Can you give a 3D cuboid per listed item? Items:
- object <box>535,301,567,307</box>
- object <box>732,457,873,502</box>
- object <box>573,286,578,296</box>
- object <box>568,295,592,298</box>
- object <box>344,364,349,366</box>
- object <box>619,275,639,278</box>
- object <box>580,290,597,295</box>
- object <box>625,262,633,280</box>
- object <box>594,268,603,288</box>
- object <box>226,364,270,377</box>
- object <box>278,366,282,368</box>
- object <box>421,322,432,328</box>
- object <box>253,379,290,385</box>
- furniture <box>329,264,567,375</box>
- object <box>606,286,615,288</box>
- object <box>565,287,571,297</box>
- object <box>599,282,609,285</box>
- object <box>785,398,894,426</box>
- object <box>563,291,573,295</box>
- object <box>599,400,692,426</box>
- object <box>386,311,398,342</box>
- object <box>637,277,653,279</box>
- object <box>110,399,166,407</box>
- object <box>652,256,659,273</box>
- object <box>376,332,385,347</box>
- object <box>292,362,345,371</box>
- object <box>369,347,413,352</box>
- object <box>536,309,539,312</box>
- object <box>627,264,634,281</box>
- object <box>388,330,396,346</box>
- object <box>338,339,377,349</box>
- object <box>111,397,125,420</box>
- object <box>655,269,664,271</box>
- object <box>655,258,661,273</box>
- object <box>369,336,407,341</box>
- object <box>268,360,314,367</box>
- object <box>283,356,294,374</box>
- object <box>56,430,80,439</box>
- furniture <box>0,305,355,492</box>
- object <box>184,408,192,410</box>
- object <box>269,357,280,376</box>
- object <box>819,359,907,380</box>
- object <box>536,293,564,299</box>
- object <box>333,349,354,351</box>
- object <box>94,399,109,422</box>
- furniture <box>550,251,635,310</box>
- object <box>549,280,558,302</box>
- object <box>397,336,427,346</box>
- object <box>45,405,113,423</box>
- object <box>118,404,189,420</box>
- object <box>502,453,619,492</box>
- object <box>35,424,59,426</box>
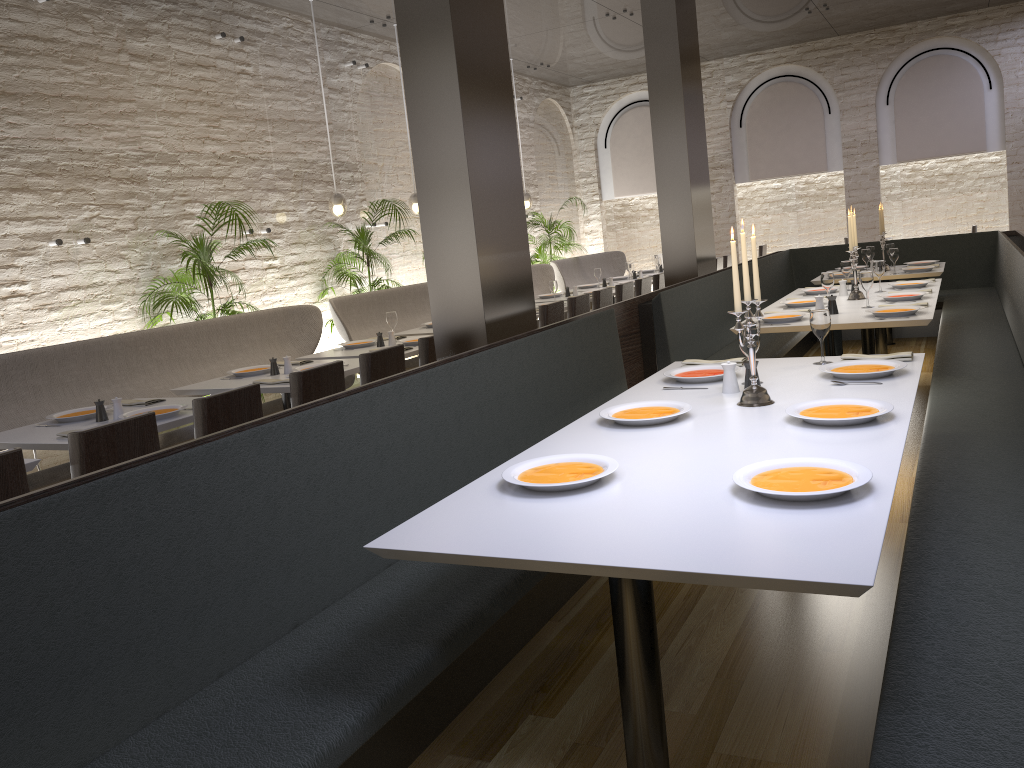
[{"bbox_3d":[0.370,-0.753,8.447,0.321,0.036,0.323,-5,9,6],"label":"object"},{"bbox_3d":[0.696,0.235,2.132,0.321,0.036,0.323,-6,9,3],"label":"object"},{"bbox_3d":[0.682,-1.006,9.559,0.059,0.109,0.060,-4,8,19],"label":"object"},{"bbox_3d":[0.732,-0.901,9.164,0.272,0.033,0.143,-1,10,27],"label":"object"},{"bbox_3d":[-1.099,-0.115,5.559,0.185,0.010,0.017,-1,10,27],"label":"object"},{"bbox_3d":[1.578,-1.449,11.979,0.272,0.033,0.143,-1,10,27],"label":"object"},{"bbox_3d":[0.893,-0.977,9.479,0.321,0.036,0.323,-5,9,6],"label":"object"},{"bbox_3d":[1.506,-1.457,11.414,0.086,0.230,0.086,-11,8,-32],"label":"object"},{"bbox_3d":[1.016,-1.247,10.447,0.086,0.230,0.086,-11,8,-32],"label":"object"},{"bbox_3d":[-1.652,-0.080,5.647,0.321,0.036,0.323,-5,9,6],"label":"object"},{"bbox_3d":[-1.575,-0.106,5.806,0.181,0.015,0.038,-1,10,29],"label":"object"},{"bbox_3d":[-0.626,-0.519,7.671,0.321,0.036,0.323,-5,9,10],"label":"object"},{"bbox_3d":[-1.337,-0.016,5.084,0.272,0.033,0.143,-1,10,27],"label":"object"},{"bbox_3d":[-0.324,-0.588,9.312,0.708,1.091,4.503,-2,10,27],"label":"furniture"},{"bbox_3d":[1.231,-1.115,10.149,0.272,0.033,0.143,-1,10,27],"label":"object"},{"bbox_3d":[0.599,-0.996,9.551,0.059,0.109,0.060,-4,8,19],"label":"object"},{"bbox_3d":[1.085,-1.238,11.006,0.272,0.033,0.143,-1,10,27],"label":"object"},{"bbox_3d":[1.027,0.093,2.786,0.321,0.036,0.323,-6,9,3],"label":"object"},{"bbox_3d":[0.586,-1.024,10.021,0.272,0.033,0.143,-1,10,27],"label":"object"},{"bbox_3d":[0.465,0.107,3.078,0.321,0.036,0.323,-6,9,3],"label":"object"},{"bbox_3d":[-0.897,-0.429,6.674,0.086,0.230,0.087,-9,8,-20],"label":"object"},{"bbox_3d":[1.724,-1.326,11.122,0.272,0.033,0.143,-1,10,27],"label":"object"},{"bbox_3d":[-2.041,0.100,4.838,0.272,0.033,0.143,-1,10,27],"label":"object"},{"bbox_3d":[2.010,-1.672,12.408,0.086,0.230,0.086,-11,8,-32],"label":"object"},{"bbox_3d":[-0.963,-0.328,6.469,0.059,0.109,0.060,-1,9,36],"label":"object"},{"bbox_3d":[-1.175,-0.092,5.399,0.321,0.036,0.323,-5,9,6],"label":"object"},{"bbox_3d":[-0.830,-0.233,6.082,0.272,0.033,0.143,-1,10,27],"label":"object"},{"bbox_3d":[0.208,-0.677,8.132,0.272,0.033,0.143,-1,10,27],"label":"object"},{"bbox_3d":[1.445,-1.339,10.730,0.086,0.230,0.086,-11,8,-32],"label":"object"},{"bbox_3d":[-0.881,-0.338,6.478,0.059,0.109,0.060,-1,9,36],"label":"object"},{"bbox_3d":[-1.146,-0.297,6.646,0.322,0.036,0.322,-11,10,-27],"label":"object"},{"bbox_3d":[-1.946,0.118,4.377,0.059,0.109,0.060,-4,8,19],"label":"object"},{"bbox_3d":[2.088,-1.667,12.983,0.272,0.033,0.143,-1,10,27],"label":"object"},{"bbox_3d":[1.935,-1.549,11.697,0.086,0.230,0.086,-11,8,-32],"label":"object"},{"bbox_3d":[-0.976,-0.356,6.939,0.272,0.033,0.143,-1,10,27],"label":"object"},{"bbox_3d":[-1.483,-0.139,5.941,0.272,0.033,0.143,-1,10,27],"label":"object"},{"bbox_3d":[-1.387,-0.121,5.479,0.059,0.109,0.060,-4,8,19],"label":"object"},{"bbox_3d":[-1.896,0.223,3.981,0.272,0.033,0.143,-1,10,27],"label":"object"},{"bbox_3d":[-2.397,0.299,5.223,0.708,1.091,4.503,-2,10,27],"label":"furniture"},{"bbox_3d":[-1.658,0.124,4.457,0.185,0.010,0.017,-1,10,27],"label":"object"},{"bbox_3d":[-1.470,-0.111,5.471,0.059,0.109,0.060,-4,8,19],"label":"object"},{"bbox_3d":[1.367,-0.052,3.456,0.323,0.036,0.322,-15,12,-42],"label":"object"},{"bbox_3d":[0.416,-0.965,9.727,0.321,0.036,0.323,-5,9,6],"label":"object"},{"bbox_3d":[-1.231,-0.251,6.487,0.185,0.010,0.017,-1,10,27],"label":"object"},{"bbox_3d":[-2.028,0.128,4.368,0.059,0.109,0.060,-4,8,19],"label":"object"},{"bbox_3d":[1.319,-1.291,12.552,0.706,1.092,2.600,-2,10,27],"label":"furniture"},{"bbox_3d":[0.414,-0.898,8.698,0.086,0.230,0.087,-9,8,-20],"label":"object"},{"bbox_3d":[-0.669,-0.308,6.398,0.322,0.036,0.322,-11,10,-27],"label":"object"},{"bbox_3d":[-2.211,0.159,4.545,0.321,0.036,0.323,-5,9,6],"label":"object"},{"bbox_3d":[-1.734,0.148,4.297,0.321,0.036,0.323,-5,9,6],"label":"object"},{"bbox_3d":[0.133,0.249,2.424,0.321,0.036,0.323,-6,9,3],"label":"object"},{"bbox_3d":[-2.296,0.204,4.386,0.185,0.010,0.017,-1,10,27],"label":"object"}]
